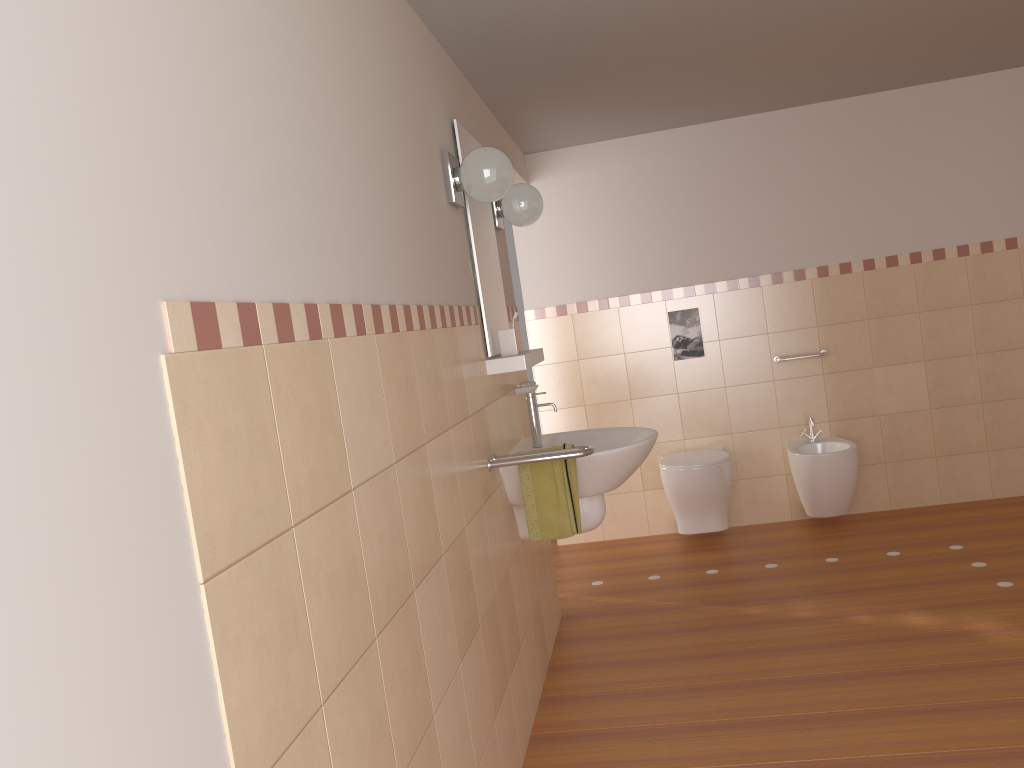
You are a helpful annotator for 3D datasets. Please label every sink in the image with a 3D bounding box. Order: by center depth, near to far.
[{"bbox_3d":[0.268,0.265,3.224,0.539,0.516,0.683,-8,4,9],"label":"sink"},{"bbox_3d":[1.653,0.442,4.717,0.335,0.517,0.515,-8,4,9],"label":"sink"}]

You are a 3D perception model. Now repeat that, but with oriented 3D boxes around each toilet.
[{"bbox_3d":[1.012,0.588,4.815,0.375,0.400,0.534,-8,4,9],"label":"toilet"}]

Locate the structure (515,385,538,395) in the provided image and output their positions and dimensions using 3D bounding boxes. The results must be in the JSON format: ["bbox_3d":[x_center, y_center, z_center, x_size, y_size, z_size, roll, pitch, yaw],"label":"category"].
[{"bbox_3d":[0.063,0.024,3.566,0.092,0.029,0.117,-8,4,9],"label":"structure"}]

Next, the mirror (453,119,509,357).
[{"bbox_3d":[-0.096,-0.506,3.213,0.008,0.799,0.502,-8,4,9],"label":"mirror"}]

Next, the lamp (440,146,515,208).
[{"bbox_3d":[-0.096,-0.653,2.780,0.209,0.173,0.173,-8,4,9],"label":"lamp"}]

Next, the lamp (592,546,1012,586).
[{"bbox_3d":[0.447,1.079,2.798,2.893,0.001,3.173,-8,4,9],"label":"lamp"}]

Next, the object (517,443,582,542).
[{"bbox_3d":[0.128,0.351,2.882,0.181,0.306,0.085,-7,4,25],"label":"object"}]

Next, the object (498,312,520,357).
[{"bbox_3d":[-0.008,-0.174,3.101,0.073,0.149,0.063,-8,4,9],"label":"object"}]

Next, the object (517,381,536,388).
[{"bbox_3d":[0.059,0.002,3.566,0.075,0.023,0.050,-10,4,-26],"label":"object"}]

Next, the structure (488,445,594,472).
[{"bbox_3d":[0.096,0.230,2.818,0.333,0.042,0.142,-8,4,9],"label":"structure"}]

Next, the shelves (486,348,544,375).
[{"bbox_3d":[0.017,-0.086,3.231,0.138,0.050,0.554,-8,4,9],"label":"shelves"}]

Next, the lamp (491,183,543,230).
[{"bbox_3d":[0.023,-0.722,3.594,0.209,0.173,0.173,-8,4,9],"label":"lamp"}]

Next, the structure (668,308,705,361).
[{"bbox_3d":[0.984,-0.280,5.009,0.170,0.279,0.005,-8,4,9],"label":"structure"}]

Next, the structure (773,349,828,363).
[{"bbox_3d":[1.599,-0.151,4.891,0.295,0.042,0.091,-8,4,9],"label":"structure"}]
